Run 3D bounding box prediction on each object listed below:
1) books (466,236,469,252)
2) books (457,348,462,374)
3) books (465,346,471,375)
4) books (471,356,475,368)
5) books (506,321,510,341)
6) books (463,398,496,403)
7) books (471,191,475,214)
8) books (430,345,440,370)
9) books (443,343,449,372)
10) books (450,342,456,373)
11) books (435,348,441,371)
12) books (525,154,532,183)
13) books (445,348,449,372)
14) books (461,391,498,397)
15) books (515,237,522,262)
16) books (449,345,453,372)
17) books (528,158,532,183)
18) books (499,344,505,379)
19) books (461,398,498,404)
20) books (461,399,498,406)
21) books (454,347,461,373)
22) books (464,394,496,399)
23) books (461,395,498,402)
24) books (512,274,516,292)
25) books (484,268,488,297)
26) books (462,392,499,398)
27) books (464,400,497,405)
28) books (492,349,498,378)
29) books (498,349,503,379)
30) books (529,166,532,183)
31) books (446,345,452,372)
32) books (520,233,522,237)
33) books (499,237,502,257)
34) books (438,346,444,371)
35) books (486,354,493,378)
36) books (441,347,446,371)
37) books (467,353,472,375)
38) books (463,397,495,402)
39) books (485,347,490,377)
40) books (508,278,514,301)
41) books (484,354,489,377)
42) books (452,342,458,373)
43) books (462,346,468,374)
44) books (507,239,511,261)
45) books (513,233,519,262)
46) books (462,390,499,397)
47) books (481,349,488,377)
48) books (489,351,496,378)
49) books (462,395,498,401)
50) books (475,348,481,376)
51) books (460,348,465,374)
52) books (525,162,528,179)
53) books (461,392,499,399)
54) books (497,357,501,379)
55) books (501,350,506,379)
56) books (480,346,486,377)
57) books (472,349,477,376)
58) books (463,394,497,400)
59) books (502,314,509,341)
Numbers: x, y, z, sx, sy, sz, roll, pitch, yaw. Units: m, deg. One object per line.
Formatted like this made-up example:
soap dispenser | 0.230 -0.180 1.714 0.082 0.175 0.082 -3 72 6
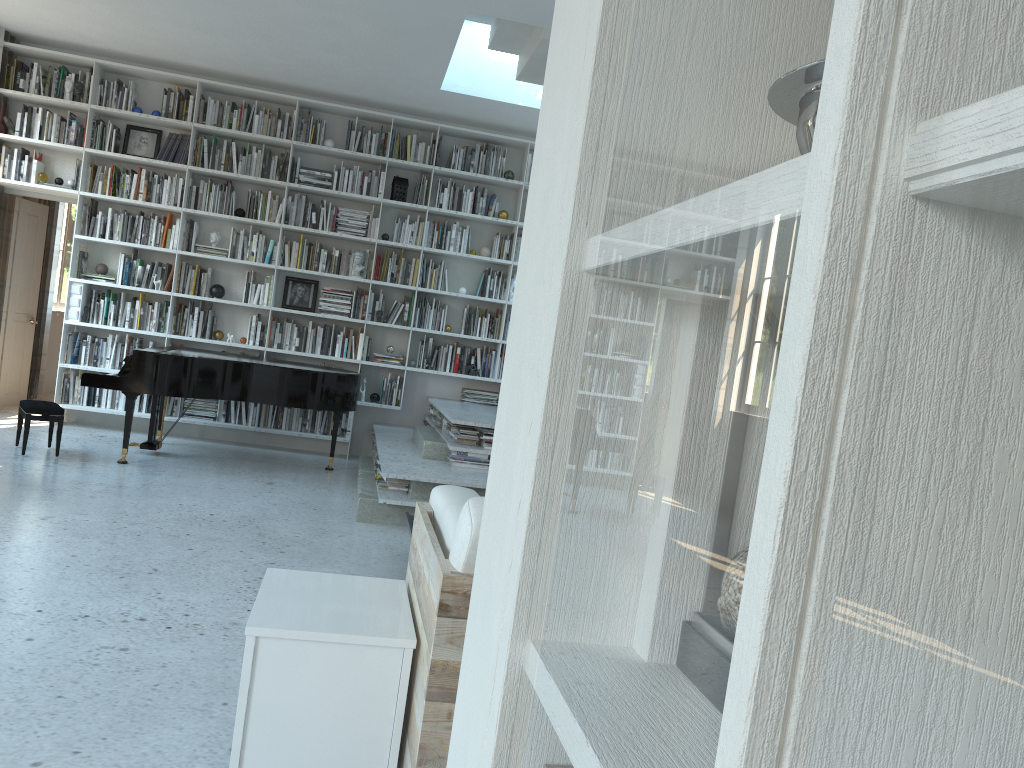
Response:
books | -0.434 -1.298 8.351 0.015 0.189 0.103 8 3 -10
books | -0.502 -0.220 8.398 0.025 0.238 0.156 8 3 -10
books | -0.430 -0.223 8.407 0.026 0.263 0.169 8 3 -10
books | -0.388 -0.175 8.413 0.025 0.181 0.169 8 2 -10
books | -0.048 -0.501 8.450 0.023 0.186 0.159 8 2 -10
books | -0.311 0.154 8.454 0.308 0.008 0.195 8 2 -6
books | -0.374 -1.702 8.334 0.010 0.272 0.120 8 3 -10
books | -0.735 -0.248 8.347 0.065 0.231 0.161 8 3 -10
books | -0.632 -0.253 8.369 0.014 0.268 0.171 8 3 -10
books | -0.559 -0.252 8.390 0.012 0.285 0.159 8 3 -10
books | -0.699 -0.236 8.355 0.011 0.217 0.175 8 2 -10
books | 0.138 -2.013 8.375 0.028 0.294 0.150 8 3 -10
books | -0.623 -0.228 8.378 0.012 0.221 0.153 8 3 -10
books | -0.298 0.095 8.448 0.346 0.007 0.193 8 2 -15
books | 0.049 -1.265 8.434 0.030 0.254 0.128 8 3 -10
books | -0.585 -0.243 8.400 0.016 0.261 0.098 8 3 -10
books | 0.155 -1.995 8.388 0.014 0.264 0.140 8 3 -10
books | -0.103 -0.216 8.467 0.014 0.337 0.131 8 3 -10
books | -0.312 0.162 8.451 0.346 0.007 0.193 8 2 -5
books | -0.315 0.176 8.454 0.346 0.007 0.193 8 2 -6
books | -0.526 -0.226 8.378 0.031 0.244 0.184 8 2 -10
books | -0.301 0.117 8.450 0.308 0.008 0.195 8 2 -5
books | -0.309 0.139 8.458 0.346 0.007 0.193 8 2 -12
books | 0.007 -0.905 8.444 0.028 0.267 0.137 8 3 -10
books | -0.258 -0.953 8.397 0.016 0.290 0.135 8 3 -10
books | -0.301 0.102 8.457 0.346 0.007 0.193 8 2 -8
books | -0.314 0.169 8.454 0.308 0.008 0.195 8 2 -14
books | -0.173 -0.192 8.446 0.025 0.272 0.171 8 3 -10
books | -0.121 -0.192 8.470 0.012 0.286 0.158 8 3 -10
books | 0.172 -1.951 8.365 0.022 0.182 0.189 8 2 -10
books | -0.600 -0.240 8.365 0.025 0.252 0.181 8 3 -10
books | 0.077 -1.284 8.424 0.015 0.301 0.140 8 3 -10
books | -0.124 -1.275 8.406 0.011 0.228 0.131 8 3 -10
books | -0.680 -0.243 8.369 0.029 0.235 0.142 8 3 -10
books | -0.224 -0.176 8.431 0.025 0.228 0.175 8 2 -10
books | -0.654 -0.236 8.370 0.024 0.228 0.159 8 3 -10
books | -0.410 -0.194 8.414 0.022 0.211 0.135 8 3 -10
books | -0.311 0.146 8.458 0.308 0.008 0.195 8 2 -8
books | -0.244 -0.208 8.457 0.012 0.282 0.143 8 3 -10
books | -0.018 -0.885 8.410 0.027 0.221 0.184 8 2 -10
books | -0.256 -0.177 8.431 0.013 0.220 0.168 8 2 -10
books | -0.543 -0.253 8.371 0.012 0.293 0.175 8 3 -10
books | -0.453 -0.225 8.396 0.026 0.262 0.173 8 3 -10
books | -0.042 -1.260 8.404 0.013 0.221 0.155 8 3 -10
books | 0.023 -1.283 8.420 0.031 0.284 0.137 8 3 -10
books | -0.299 0.088 8.456 0.346 0.007 0.193 8 2 -8
books | -0.271 -0.202 8.439 0.021 0.265 0.150 8 3 -10
books | -0.198 -0.188 8.442 0.026 0.258 0.156 8 3 -10
books | -0.306 0.132 8.450 0.308 0.008 0.195 8 2 -15
books | -0.326 -0.210 8.418 0.070 0.266 0.185 8 3 -10
books | -0.480 -0.220 8.408 0.021 0.243 0.131 8 3 -10
books | 0.108 -1.979 8.366 0.023 0.219 0.172 8 2 -10
books | -0.301 0.110 8.455 0.346 0.007 0.193 8 2 -13
books | -0.142 -0.155 8.449 0.027 0.208 0.163 8 2 -10
books | -0.093 -0.189 8.474 0.015 0.287 0.138 8 3 -10
books | -0.286 -0.219 8.434 0.013 0.294 0.134 8 3 -10
books | -0.366 -0.207 8.417 0.012 0.249 0.164 8 3 -10
books | -0.308 0.124 8.463 0.308 0.008 0.195 8 2 -10
books | -0.062 -0.537 8.456 0.012 0.254 0.160 8 3 -10
